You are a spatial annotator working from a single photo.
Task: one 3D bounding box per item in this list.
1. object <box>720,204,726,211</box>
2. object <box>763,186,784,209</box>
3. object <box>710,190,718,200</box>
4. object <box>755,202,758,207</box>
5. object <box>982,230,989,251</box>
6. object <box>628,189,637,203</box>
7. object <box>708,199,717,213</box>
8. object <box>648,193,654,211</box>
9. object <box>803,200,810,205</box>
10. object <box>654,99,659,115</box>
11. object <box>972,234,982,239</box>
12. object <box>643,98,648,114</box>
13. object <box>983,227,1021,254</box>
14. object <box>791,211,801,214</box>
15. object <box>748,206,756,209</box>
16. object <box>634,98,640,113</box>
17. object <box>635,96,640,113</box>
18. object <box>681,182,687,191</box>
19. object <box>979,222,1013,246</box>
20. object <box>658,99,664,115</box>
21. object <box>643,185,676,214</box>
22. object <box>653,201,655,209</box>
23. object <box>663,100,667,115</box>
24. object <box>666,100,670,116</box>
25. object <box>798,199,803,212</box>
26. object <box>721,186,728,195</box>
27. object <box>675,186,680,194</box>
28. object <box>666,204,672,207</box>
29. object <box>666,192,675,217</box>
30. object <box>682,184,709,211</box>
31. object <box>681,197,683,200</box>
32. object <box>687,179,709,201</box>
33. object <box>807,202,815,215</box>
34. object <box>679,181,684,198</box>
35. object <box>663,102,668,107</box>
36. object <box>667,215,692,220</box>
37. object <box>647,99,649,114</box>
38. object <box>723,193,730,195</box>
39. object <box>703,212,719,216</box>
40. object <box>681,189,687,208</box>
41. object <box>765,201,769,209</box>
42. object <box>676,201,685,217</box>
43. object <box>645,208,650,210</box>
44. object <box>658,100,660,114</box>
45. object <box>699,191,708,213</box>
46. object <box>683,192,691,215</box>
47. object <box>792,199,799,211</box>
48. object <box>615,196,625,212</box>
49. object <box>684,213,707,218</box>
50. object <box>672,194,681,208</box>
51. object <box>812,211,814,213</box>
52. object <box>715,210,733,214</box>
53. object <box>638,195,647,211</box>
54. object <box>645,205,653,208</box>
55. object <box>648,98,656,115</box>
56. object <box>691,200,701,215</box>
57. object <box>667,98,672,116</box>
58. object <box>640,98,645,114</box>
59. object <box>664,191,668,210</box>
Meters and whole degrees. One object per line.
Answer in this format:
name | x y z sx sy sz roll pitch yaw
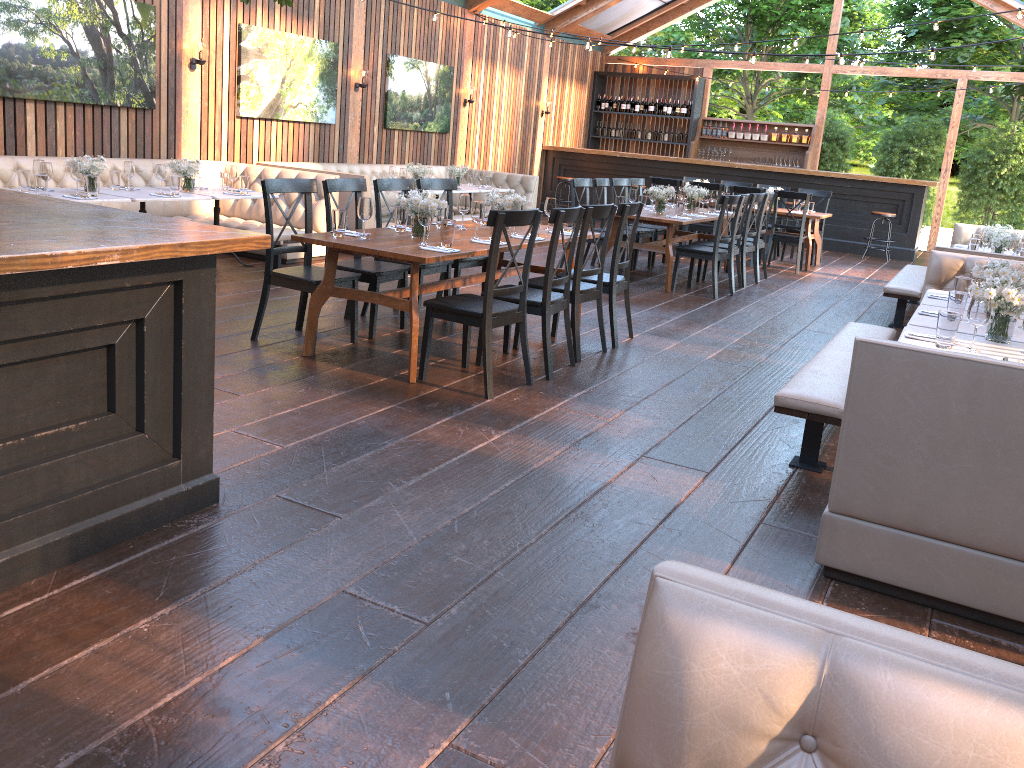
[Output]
object | 2.551 -2.153 10.653 0.092 0.156 0.093 -4 16 -35
object | 3.588 -2.560 12.153 0.329 0.305 0.341 -3 16 -29
object | 2.429 -2.205 10.641 0.092 0.241 0.093 0 13 -20
object | 3.450 -2.620 12.441 0.092 0.241 0.093 0 13 -20
object | 4.886 -1.498 9.122 0.092 0.241 0.093 0 13 -20
object | 1.247 -1.905 9.200 0.092 0.241 0.093 2 13 -15
object | 2.293 -2.032 10.141 0.092 0.156 0.093 -4 16 -35
object | 1.545 -2.019 9.702 0.092 0.241 0.093 0 13 -20
object | 3.918 -2.395 11.789 0.092 0.241 0.093 0 13 -20
object | 2.897 -5.534 17.687 0.075 0.298 0.076 7 13 10
object | 4.774 -1.462 9.114 0.092 0.156 0.093 8 13 13
object | 2.691 -5.580 17.770 0.077 0.305 0.078 6 12 5
object | 4.429 -1.260 8.014 0.337 0.305 0.333 -7 18 -39
object | 3.761 -2.279 11.738 0.158 0.018 0.257 13 17 26
object | 3.245 -2.398 11.998 0.158 0.018 0.257 13 17 26
object | 2.533 -5.657 17.987 0.136 0.311 0.138 3 13 -11
object | 2.535 -5.630 17.855 0.087 0.330 0.088 7 13 7
object | 2.432 -2.741 12.546 0.092 0.241 0.093 0 13 -20
object | 4.863 -1.457 8.851 0.329 0.305 0.341 6 14 2
object | 2.979 -5.526 17.643 0.081 0.319 0.082 6 12 5
object | 1.589 -1.989 9.491 0.336 0.305 0.333 -2 16 -27
object | 1.655 -2.088 10.135 0.092 0.156 0.093 -4 16 -35
object | 3.048 -5.493 17.582 0.078 0.303 0.077 17 17 42
object | 3.137 -5.508 17.654 0.078 0.308 0.079 10 13 22
object | 3.977 -2.497 12.169 0.092 0.241 0.093 0 13 -20
object | 2.946 -2.618 12.273 0.092 0.241 0.093 0 13 -20
object | 2.438 -2.841 13.061 0.092 0.156 0.093 -4 16 -35
object | 1.988 -2.181 10.828 0.256 0.018 0.159 13 18 27
object | 1.631 -1.855 9.145 0.092 0.241 0.093 2 13 -15
object | 2.131 -2.192 10.382 0.329 0.305 0.341 4 14 -6
object | 2.426 -2.667 12.438 0.092 0.156 0.093 -4 16 -35
object | 2.675 -2.780 12.642 0.336 0.305 0.334 3 14 -7
object | 3.931 -2.316 11.669 0.092 0.156 0.093 -4 16 -35
object | 2.470 -2.847 12.935 0.092 0.241 0.093 0 13 -20
object | 3.057 -5.541 17.743 0.136 0.311 0.138 3 13 -11
object | 1.700 -1.701 9.031 0.256 0.018 0.159 13 18 27
object | 2.719 -5.610 17.882 0.078 0.308 0.079 10 13 22
object | 2.943 -2.548 12.178 0.092 0.156 0.093 -4 16 -35
object | 2.254 -1.923 9.995 0.256 0.018 0.159 13 18 27
object | 2.077 -2.243 10.663 0.092 0.241 0.093 0 13 -20
object | 3.423 -2.438 11.940 0.092 0.156 0.093 -4 16 -35
object | 1.743 -1.812 9.186 0.092 0.156 0.093 1 14 -16
object | 1.440 -1.959 9.865 0.256 0.018 0.159 13 18 27
object | 2.943 -5.558 17.778 0.078 0.303 0.077 17 17 42
object | 2.189 -2.078 10.114 0.092 0.241 0.093 0 13 -20
object | 1.907 -1.978 9.677 0.092 0.241 0.093 0 13 -20
object | 3.944 -2.492 12.301 0.092 0.156 0.093 -4 16 -35
object | 1.114 -1.867 9.181 0.092 0.156 0.093 -1 15 -26
object | 1.973 -1.823 9.557 0.256 0.018 0.159 13 18 27
object | 1.971 -2.200 10.633 0.092 0.156 0.093 -4 16 -35
object | 4.113 -2.399 12.275 0.158 0.018 0.257 13 17 26
object | 2.506 -2.048 10.520 0.256 0.018 0.159 13 18 27
object | 1.424 -1.980 9.679 0.092 0.156 0.093 -4 16 -35
object | 1.675 -2.069 10.330 0.256 0.018 0.159 13 18 27
object | 2.813 -5.569 17.762 0.136 0.311 0.138 3 13 -11
object | 2.011 -1.932 9.703 0.092 0.156 0.093 -4 16 -35
object | 3.128 -5.491 17.551 0.087 0.330 0.088 7 13 7
object | 2.633 -5.608 17.849 0.078 0.308 0.079 10 13 22
object | 1.773 -2.127 10.157 0.092 0.241 0.093 0 13 -20
